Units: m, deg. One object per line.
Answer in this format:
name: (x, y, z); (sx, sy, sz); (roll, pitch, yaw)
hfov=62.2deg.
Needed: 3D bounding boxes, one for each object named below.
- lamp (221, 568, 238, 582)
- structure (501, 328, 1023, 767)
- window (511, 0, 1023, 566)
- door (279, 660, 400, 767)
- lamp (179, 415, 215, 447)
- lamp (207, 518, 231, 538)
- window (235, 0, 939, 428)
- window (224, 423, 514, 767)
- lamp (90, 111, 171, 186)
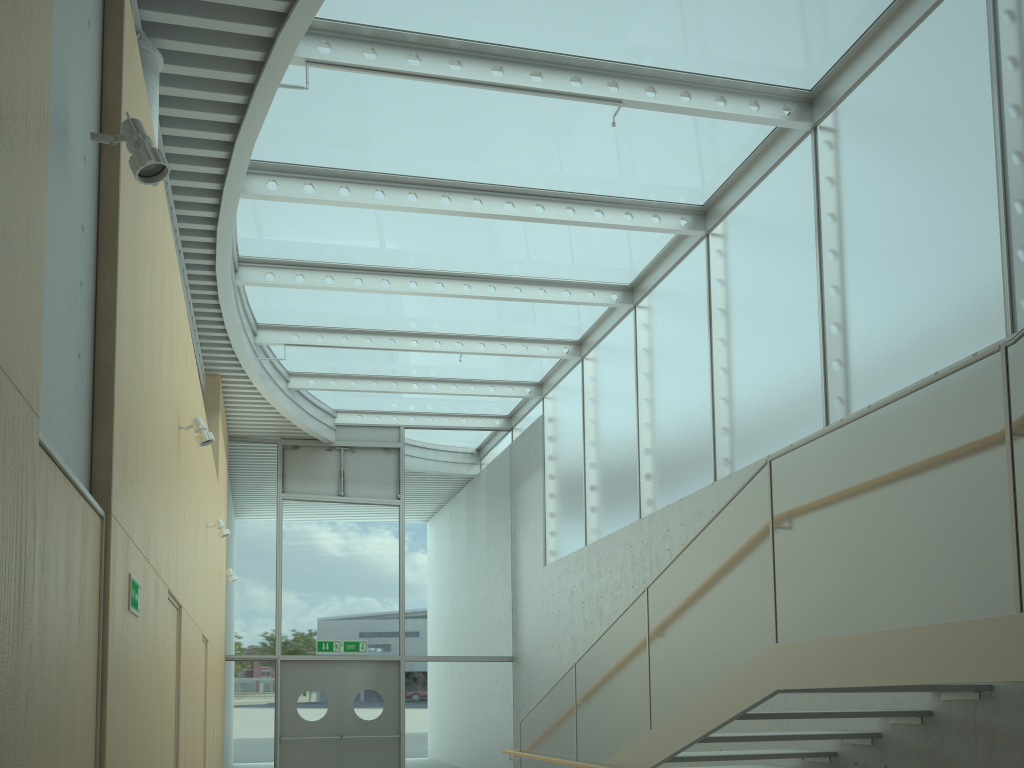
lamp: (-3.828, 2.587, 11.508); (0.236, 0.190, 0.145); (10, -15, -35)
structure: (2.555, 0.769, 3.466); (1.890, 4.046, 13.272); (1, -19, -16)
window: (1.609, 0.053, 9.530); (0.030, 2.639, 16.472); (1, -20, -16)
door: (-2.762, 5.513, 13.734); (1.929, 2.044, 0.180); (3, -6, -17)
lamp: (-2.045, 0.301, 5.513); (0.236, 0.190, 0.145); (10, -15, -35)
lamp: (-2.934, 1.440, 8.500); (0.236, 0.190, 0.145); (10, -15, -35)
window: (-0.457, 1.357, 8.788); (4.799, 6.023, 16.654); (2, -19, -16)
window: (-2.235, 3.603, 14.067); (4.873, 6.099, 0.112); (3, -5, -17)
lamp: (-1.214, -0.764, 2.719); (0.236, 0.190, 0.145); (10, -15, -35)
